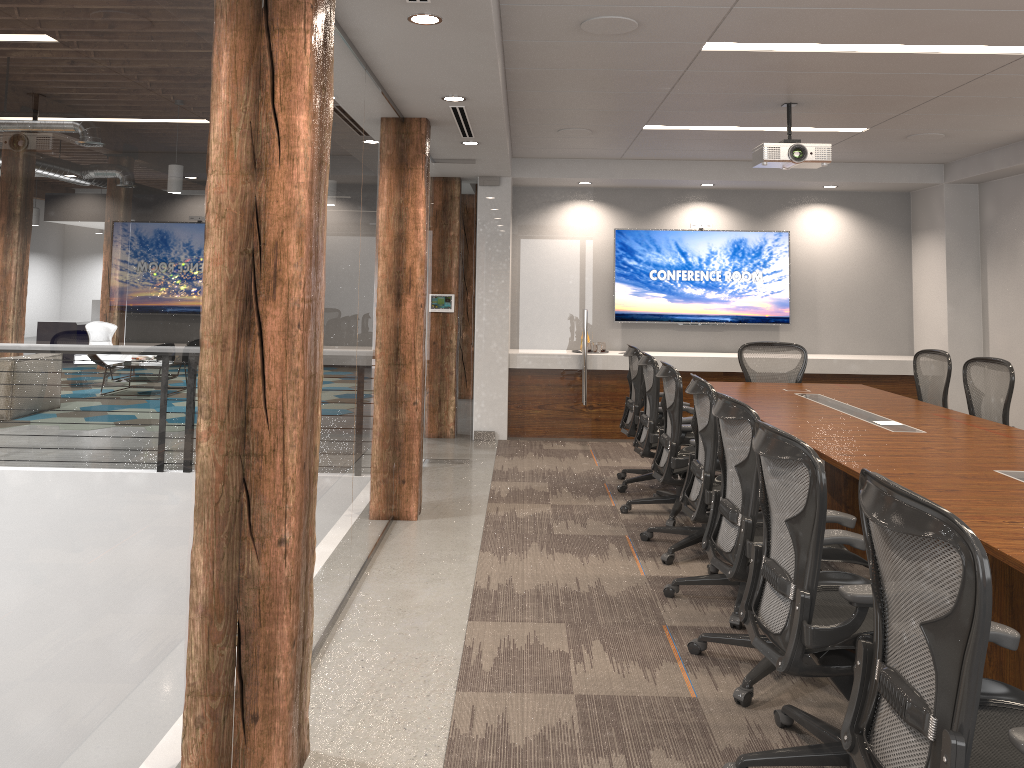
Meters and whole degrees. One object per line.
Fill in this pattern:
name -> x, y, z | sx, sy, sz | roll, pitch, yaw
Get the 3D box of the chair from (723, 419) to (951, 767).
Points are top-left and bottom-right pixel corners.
chair -> 1.050, 0.678, 2.730 | 0.791, 1.101, 0.767 | 1, -1, -18

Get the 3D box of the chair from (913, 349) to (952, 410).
chair -> 2.990, 0.278, 6.684 | 0.761, 1.101, 0.797 | 1, -1, 2

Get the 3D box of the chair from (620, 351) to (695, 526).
chair -> 1.138, 0.329, 5.943 | 0.791, 1.101, 0.767 | 1, -1, -16

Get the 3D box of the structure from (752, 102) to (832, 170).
structure -> 1.951, -1.739, 6.086 | 0.460, 0.460, 0.316 | 1, -1, 1

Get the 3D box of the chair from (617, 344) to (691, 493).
chair -> 1.193, 0.246, 6.710 | 0.762, 1.101, 0.796 | 1, -1, 7

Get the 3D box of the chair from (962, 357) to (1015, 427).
chair -> 2.984, 0.365, 5.889 | 0.762, 1.101, 0.796 | 1, -1, 11

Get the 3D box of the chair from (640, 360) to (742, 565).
chair -> 1.179, 0.420, 5.112 | 0.760, 1.101, 0.798 | 1, -1, -7

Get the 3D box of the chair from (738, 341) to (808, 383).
chair -> 2.240, 0.212, 7.178 | 0.769, 1.101, 0.789 | 1, -1, -16

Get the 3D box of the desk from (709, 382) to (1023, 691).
desk -> 2.149, 0.698, 4.193 | 1.403, 0.756, 6.048 | 1, 6, 1

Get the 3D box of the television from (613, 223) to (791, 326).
television -> 2.058, -1.191, 9.455 | 1.908, 1.120, 0.064 | 1, -5, 1

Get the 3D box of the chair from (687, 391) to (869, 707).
chair -> 1.148, 0.594, 3.511 | 0.760, 1.101, 0.798 | 1, -1, -10

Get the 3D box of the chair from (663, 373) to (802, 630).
chair -> 1.153, 0.505, 4.333 | 0.791, 1.101, 0.766 | 1, -1, -14

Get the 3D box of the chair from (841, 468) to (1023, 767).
chair -> 1.077, 0.766, 1.922 | 0.790, 1.101, 0.767 | 1, -1, -26
